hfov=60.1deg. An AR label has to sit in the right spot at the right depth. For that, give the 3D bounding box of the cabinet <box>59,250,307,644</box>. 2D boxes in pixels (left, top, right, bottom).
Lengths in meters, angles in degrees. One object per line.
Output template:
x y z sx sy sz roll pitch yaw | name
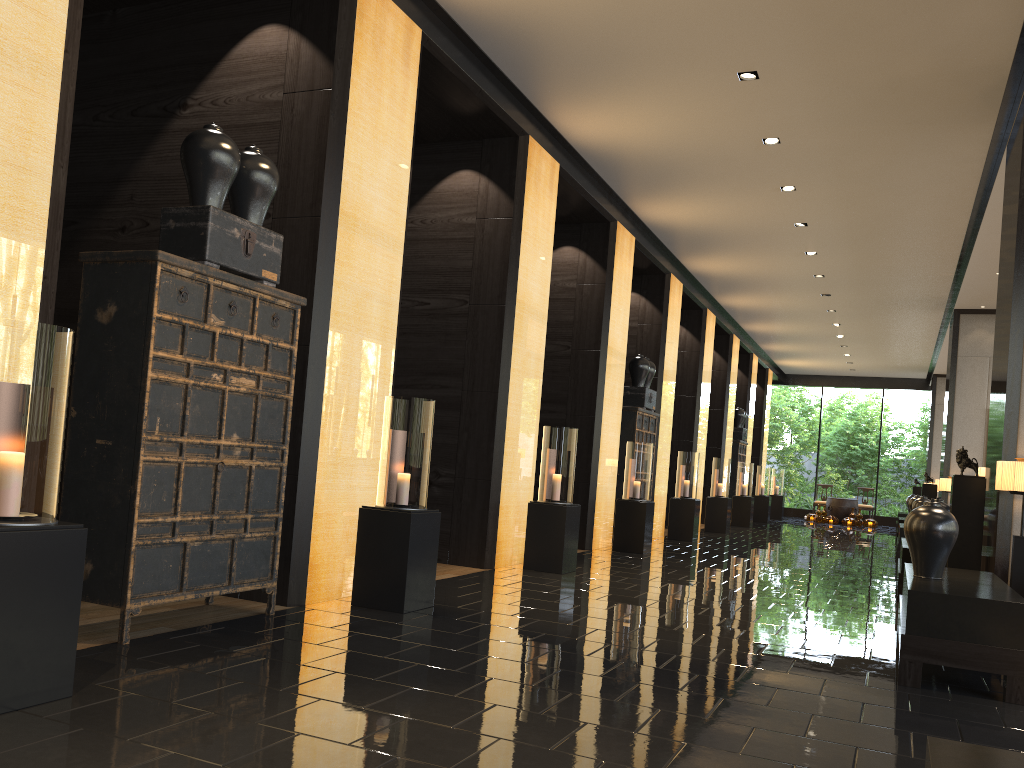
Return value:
-1.804 0.358 4.919 0.547 1.919 1.191 4 -3 24 | cabinet

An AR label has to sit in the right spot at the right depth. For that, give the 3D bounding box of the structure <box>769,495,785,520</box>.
7.383 3.441 24.774 0.402 0.656 0.404 4 -3 24 | structure

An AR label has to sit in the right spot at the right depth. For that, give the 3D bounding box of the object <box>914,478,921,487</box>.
10.861 2.628 23.720 0.176 0.245 0.116 3 -3 29 | object

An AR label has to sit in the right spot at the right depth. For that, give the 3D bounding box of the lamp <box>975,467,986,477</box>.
4.347 1.422 7.973 0.375 1.317 0.375 5 -2 -22 | lamp

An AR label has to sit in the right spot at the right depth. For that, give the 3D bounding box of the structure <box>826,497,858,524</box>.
9.353 3.605 25.121 0.872 0.709 0.877 4 -4 12 | structure

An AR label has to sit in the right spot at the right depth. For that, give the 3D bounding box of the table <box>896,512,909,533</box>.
9.877 3.471 21.965 0.619 0.512 1.968 3 -5 24 | table

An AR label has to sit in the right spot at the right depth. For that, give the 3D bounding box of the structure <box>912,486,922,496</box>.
10.822 3.351 23.695 0.240 1.216 0.241 4 -2 24 | structure

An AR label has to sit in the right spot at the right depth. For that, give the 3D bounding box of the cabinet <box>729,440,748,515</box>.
5.175 2.311 21.038 0.547 1.919 1.191 4 -3 24 | cabinet

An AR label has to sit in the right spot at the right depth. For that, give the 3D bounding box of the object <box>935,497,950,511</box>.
4.381 1.416 9.134 0.311 0.492 0.312 4 -3 5 | object

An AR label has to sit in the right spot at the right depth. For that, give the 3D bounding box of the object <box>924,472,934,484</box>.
7.298 1.645 15.503 0.161 0.217 0.102 4 -2 12 | object

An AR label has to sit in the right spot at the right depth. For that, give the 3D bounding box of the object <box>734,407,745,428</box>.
5.340 0.784 20.918 0.311 0.492 0.312 5 -3 -3 | object

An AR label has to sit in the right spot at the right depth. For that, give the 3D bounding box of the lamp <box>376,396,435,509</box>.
-0.715 0.462 5.964 0.337 0.728 0.337 5 -2 -3 | lamp

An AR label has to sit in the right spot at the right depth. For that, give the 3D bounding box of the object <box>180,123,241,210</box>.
-1.639 -1.169 4.799 0.311 0.492 0.312 4 -3 20 | object

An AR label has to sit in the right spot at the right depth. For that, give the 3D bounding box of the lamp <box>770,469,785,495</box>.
7.440 2.744 24.798 0.336 0.728 0.338 4 -2 11 | lamp

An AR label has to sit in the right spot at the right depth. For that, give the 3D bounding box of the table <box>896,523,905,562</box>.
6.313 2.473 13.733 0.619 0.512 1.968 3 -5 24 | table

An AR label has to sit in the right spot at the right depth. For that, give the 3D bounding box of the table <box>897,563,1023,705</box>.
2.759 1.479 5.524 0.619 0.512 1.968 3 -5 24 | table

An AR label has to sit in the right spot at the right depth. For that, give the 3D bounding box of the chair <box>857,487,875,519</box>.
10.163 3.524 25.522 0.519 1.074 0.538 4 -2 24 | chair

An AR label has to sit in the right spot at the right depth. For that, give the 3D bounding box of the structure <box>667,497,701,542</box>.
2.723 2.137 14.011 0.402 0.656 0.404 4 -3 24 | structure

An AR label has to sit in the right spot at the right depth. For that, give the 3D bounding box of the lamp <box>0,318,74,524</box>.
-1.861 0.141 3.316 0.336 0.728 0.338 3 -3 33 | lamp

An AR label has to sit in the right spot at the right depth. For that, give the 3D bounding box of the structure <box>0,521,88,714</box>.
-1.918 0.837 3.292 0.402 0.656 0.404 4 -3 24 | structure

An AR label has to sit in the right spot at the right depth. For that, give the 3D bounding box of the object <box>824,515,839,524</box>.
8.795 3.739 24.382 0.371 0.229 0.369 8 -6 -44 | object

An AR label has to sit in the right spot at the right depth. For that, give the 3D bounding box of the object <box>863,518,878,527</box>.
9.920 3.840 24.503 0.370 0.229 0.370 5 -4 -4 | object

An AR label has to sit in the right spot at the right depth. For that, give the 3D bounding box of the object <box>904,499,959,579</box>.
2.619 0.964 5.543 0.311 0.492 0.312 2 -3 42 | object

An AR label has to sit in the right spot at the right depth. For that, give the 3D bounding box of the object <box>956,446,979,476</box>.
3.746 0.636 7.285 0.176 0.245 0.116 3 -2 24 | object

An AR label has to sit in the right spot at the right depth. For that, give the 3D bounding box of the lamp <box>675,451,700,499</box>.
2.780 1.440 14.035 0.336 0.728 0.338 4 -2 25 | lamp

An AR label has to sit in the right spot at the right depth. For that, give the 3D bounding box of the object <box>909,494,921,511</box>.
7.901 2.402 17.265 0.311 0.492 0.312 2 -3 42 | object

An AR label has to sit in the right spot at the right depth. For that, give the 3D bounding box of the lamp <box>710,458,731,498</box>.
3.945 1.766 16.726 0.336 0.728 0.338 4 -2 25 | lamp

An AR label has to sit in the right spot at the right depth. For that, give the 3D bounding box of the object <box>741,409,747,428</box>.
5.472 0.821 21.223 0.311 0.492 0.312 4 -3 5 | object

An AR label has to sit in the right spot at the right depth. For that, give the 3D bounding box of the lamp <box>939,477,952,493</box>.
7.172 2.196 14.496 0.374 1.348 0.376 3 -2 42 | lamp

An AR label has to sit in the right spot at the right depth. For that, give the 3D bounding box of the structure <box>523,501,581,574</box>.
0.393 1.484 8.630 0.402 0.656 0.404 4 -3 24 | structure

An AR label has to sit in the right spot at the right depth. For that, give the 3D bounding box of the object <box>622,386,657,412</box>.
1.880 0.226 12.968 0.365 0.314 0.608 3 -4 24 | object

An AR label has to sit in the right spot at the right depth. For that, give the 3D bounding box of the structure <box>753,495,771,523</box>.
6.218 3.115 22.083 0.402 0.656 0.404 4 -3 24 | structure

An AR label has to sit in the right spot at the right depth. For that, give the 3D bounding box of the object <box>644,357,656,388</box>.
1.974 -0.158 13.142 0.311 0.492 0.312 4 -3 5 | object

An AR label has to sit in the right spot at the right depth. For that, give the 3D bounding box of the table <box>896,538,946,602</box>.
4.293 1.908 9.067 0.619 0.512 1.968 3 -5 24 | table

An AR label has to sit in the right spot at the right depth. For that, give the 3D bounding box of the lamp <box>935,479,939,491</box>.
7.890 2.397 16.153 0.374 1.348 0.376 3 -2 42 | lamp

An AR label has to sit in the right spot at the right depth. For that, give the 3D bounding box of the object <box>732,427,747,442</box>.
5.379 1.205 21.048 0.365 0.314 0.608 3 -4 24 | object

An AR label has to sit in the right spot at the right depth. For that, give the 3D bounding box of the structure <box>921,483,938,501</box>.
7.258 2.354 15.463 0.240 1.216 0.241 4 -2 24 | structure

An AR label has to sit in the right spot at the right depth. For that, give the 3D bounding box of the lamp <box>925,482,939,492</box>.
10.740 3.195 22.736 0.376 1.348 0.374 6 -2 -37 | lamp

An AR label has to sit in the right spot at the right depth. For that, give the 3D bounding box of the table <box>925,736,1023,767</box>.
0.758 0.918 0.902 0.619 0.512 1.968 3 -5 24 | table

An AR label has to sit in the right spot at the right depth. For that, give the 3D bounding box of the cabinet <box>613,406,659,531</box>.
1.677 1.332 12.958 0.547 1.919 1.191 4 -3 24 | cabinet

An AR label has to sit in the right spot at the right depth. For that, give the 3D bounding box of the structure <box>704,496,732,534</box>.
3.888 2.463 16.702 0.402 0.656 0.404 4 -3 24 | structure

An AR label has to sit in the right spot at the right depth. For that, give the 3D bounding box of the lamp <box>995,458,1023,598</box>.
3.631 1.207 6.317 0.375 1.345 0.375 5 -2 -15 | lamp

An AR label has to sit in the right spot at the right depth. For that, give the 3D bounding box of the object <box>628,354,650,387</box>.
1.842 -0.195 12.838 0.312 0.492 0.312 5 -3 -10 | object

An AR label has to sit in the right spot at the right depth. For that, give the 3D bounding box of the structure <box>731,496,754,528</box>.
5.053 2.789 19.393 0.402 0.656 0.404 4 -3 24 | structure

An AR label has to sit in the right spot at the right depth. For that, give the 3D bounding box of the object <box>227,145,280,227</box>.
-1.507 -1.133 5.104 0.311 0.492 0.312 4 -3 5 | object

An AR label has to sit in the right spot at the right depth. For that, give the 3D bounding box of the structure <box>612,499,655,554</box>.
1.558 1.810 11.321 0.402 0.656 0.404 4 -3 24 | structure

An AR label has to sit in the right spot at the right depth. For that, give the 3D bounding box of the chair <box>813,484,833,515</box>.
9.131 3.480 25.973 0.519 1.074 0.538 4 -2 24 | chair

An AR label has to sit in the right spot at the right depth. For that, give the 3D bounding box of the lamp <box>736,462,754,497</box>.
5.110 2.092 19.417 0.336 0.728 0.338 4 -2 25 | lamp

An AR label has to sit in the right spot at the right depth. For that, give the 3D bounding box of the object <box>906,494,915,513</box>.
9.957 2.977 22.013 0.311 0.492 0.312 2 -3 42 | object

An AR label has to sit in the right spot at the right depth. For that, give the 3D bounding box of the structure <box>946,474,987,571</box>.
3.704 1.359 7.254 0.240 1.216 0.241 4 -2 24 | structure

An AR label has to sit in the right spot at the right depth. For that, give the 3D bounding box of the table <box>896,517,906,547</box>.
7.847 2.903 17.276 0.619 0.512 1.968 3 -5 24 | table

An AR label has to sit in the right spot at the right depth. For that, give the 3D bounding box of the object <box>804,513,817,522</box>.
8.517 3.782 25.136 0.369 0.229 0.371 1 -5 41 | object

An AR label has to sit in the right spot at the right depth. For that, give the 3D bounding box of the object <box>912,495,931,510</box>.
6.373 1.974 13.735 0.311 0.492 0.312 2 -3 42 | object

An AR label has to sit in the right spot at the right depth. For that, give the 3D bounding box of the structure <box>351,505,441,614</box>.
-0.772 1.158 5.940 0.402 0.656 0.404 4 -3 24 | structure

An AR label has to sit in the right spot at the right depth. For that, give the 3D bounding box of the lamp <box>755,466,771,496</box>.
6.275 2.418 22.107 0.336 0.728 0.338 4 -2 25 | lamp

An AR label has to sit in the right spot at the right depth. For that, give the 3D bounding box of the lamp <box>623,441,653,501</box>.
1.615 1.114 11.345 0.336 0.728 0.338 3 -2 29 | lamp

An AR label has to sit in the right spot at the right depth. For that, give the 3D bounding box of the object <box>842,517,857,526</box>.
9.218 3.757 24.201 0.369 0.229 0.371 3 -4 26 | object

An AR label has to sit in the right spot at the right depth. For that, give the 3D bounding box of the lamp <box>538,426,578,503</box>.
0.450 0.788 8.654 0.337 0.728 0.337 5 -2 -3 | lamp

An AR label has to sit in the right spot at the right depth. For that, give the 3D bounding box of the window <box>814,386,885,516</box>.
5.480 0.365 11.610 12.038 4.218 32.014 3 -5 24 | window
